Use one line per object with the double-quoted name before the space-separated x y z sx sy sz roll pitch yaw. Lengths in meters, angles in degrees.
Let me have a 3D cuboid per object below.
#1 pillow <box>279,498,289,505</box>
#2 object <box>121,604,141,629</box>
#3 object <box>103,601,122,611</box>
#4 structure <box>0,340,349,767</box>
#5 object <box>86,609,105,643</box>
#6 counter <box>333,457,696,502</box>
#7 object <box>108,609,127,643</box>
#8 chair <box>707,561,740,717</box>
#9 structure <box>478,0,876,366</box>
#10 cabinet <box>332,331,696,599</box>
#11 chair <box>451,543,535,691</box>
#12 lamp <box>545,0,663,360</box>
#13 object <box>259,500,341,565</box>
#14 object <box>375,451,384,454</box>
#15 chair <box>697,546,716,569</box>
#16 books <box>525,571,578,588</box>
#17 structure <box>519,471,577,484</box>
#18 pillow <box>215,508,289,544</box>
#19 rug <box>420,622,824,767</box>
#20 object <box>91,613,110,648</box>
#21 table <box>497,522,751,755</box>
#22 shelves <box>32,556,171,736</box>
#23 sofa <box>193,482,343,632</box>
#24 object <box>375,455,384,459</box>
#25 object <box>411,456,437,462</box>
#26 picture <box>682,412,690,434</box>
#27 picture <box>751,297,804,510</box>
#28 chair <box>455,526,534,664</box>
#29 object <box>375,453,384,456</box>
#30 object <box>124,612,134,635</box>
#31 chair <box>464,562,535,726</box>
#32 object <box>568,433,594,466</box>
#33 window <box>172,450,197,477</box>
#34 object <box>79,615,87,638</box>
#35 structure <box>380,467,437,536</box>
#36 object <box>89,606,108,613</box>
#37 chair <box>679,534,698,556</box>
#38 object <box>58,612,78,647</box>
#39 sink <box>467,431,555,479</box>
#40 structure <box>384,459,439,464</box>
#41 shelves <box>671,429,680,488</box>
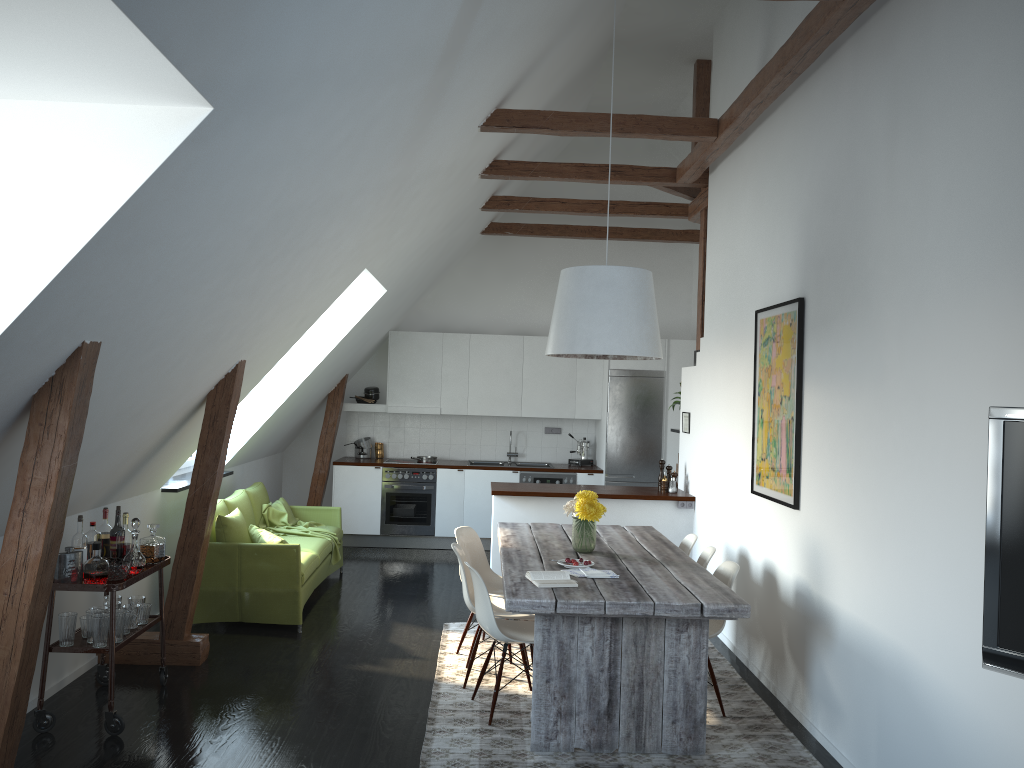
"pillow" -2.070 1.184 7.967 0.210 0.275 0.462 2 -1 -4
"object" -2.029 1.237 4.719 0.095 0.119 0.095 2 -1 -40
"object" -2.149 1.234 4.765 0.095 0.119 0.095 2 -1 -40
"structure" -2.133 0.717 3.640 1.023 1.963 12.350 2 -1 -2
"object" -2.092 1.215 4.447 0.087 0.155 0.087 2 -1 -29
"counter" -0.220 0.904 8.782 3.365 0.038 3.085 2 -1 -2
"object" -1.989 1.219 4.463 0.087 0.155 0.087 2 -1 -29
"chair" 0.988 1.404 4.995 0.542 0.801 0.465 2 -1 -6
"structure" 3.084 -1.914 2.157 10.230 3.562 15.910 2 -1 4
"cabinet" 0.219 0.639 8.823 4.208 2.369 3.033 2 -1 -2
"chair" -0.107 1.369 5.314 0.542 0.801 0.465 2 -1 -1
"lamp" 0.614 -1.563 5.307 0.757 2.813 0.697 2 -1 -42
"object" -1.855 1.303 7.850 0.722 0.493 0.711 2 -1 -7
"object" -1.522 0.795 10.173 0.099 0.051 0.099 2 -1 -16
"chair" 0.982 1.409 5.531 0.542 0.801 0.465 2 -1 4
"books" 0.196 0.968 4.431 0.202 0.042 0.251 2 -1 -14
"structure" 0.374 1.319 9.833 0.612 0.725 0.582 2 -1 -2
"pillow" -1.824 1.116 6.449 0.600 0.387 0.475 2 -1 -5
"rug" 0.487 1.782 5.236 1.898 0.022 2.677 2 -1 -2
"object" -2.029 1.216 4.372 0.087 0.155 0.087 2 -1 -29
"table" 0.487 1.396 5.258 1.141 0.788 2.421 2 -1 -2
"shelves" -2.114 1.330 4.648 0.438 0.732 0.803 2 -1 -6
"sofa" -1.956 1.315 7.212 0.898 0.825 2.093 2 -1 -3
"object" -1.519 0.835 10.173 0.100 0.036 0.100 2 -1 -5
"object" -1.009 0.835 9.946 0.351 0.061 0.232 2 -1 -28
"picture" 1.513 0.335 7.699 0.023 0.182 0.250 2 -1 -2
"picture" 1.584 0.112 5.331 0.036 1.181 0.808 2 -1 -2
"chair" -0.122 1.375 5.891 0.542 0.801 0.465 2 -1 24
"object" -1.520 0.813 10.173 0.100 0.048 0.099 2 -1 16
"object" -2.020 1.247 4.612 0.092 0.099 0.092 2 -1 -24
"chair" 0.000 1.368 4.797 0.542 0.801 0.465 2 -1 -16
"object" 0.761 0.747 10.135 0.206 0.370 0.353 1 -1 45
"window" 0.344 -1.301 3.893 5.959 4.249 8.018 2 -1 -2
"object" -2.163 1.241 4.537 0.092 0.099 0.092 2 -1 -24
"structure" -1.123 1.273 9.870 0.583 0.725 0.749 2 -1 -2
"object" -2.167 1.232 4.644 0.095 0.119 0.095 2 -1 -40
"chair" 0.968 1.413 6.004 0.542 0.801 0.465 2 -1 -1
"object" -2.192 1.211 4.369 0.087 0.155 0.087 2 -1 -29
"sink" -0.014 0.794 9.970 0.963 0.519 0.671 2 -1 -2
"structure" -1.113 0.881 9.860 0.574 0.041 0.504 2 -1 -2
"shelves" 1.821 0.706 8.163 0.660 0.553 0.408 2 -1 -2
